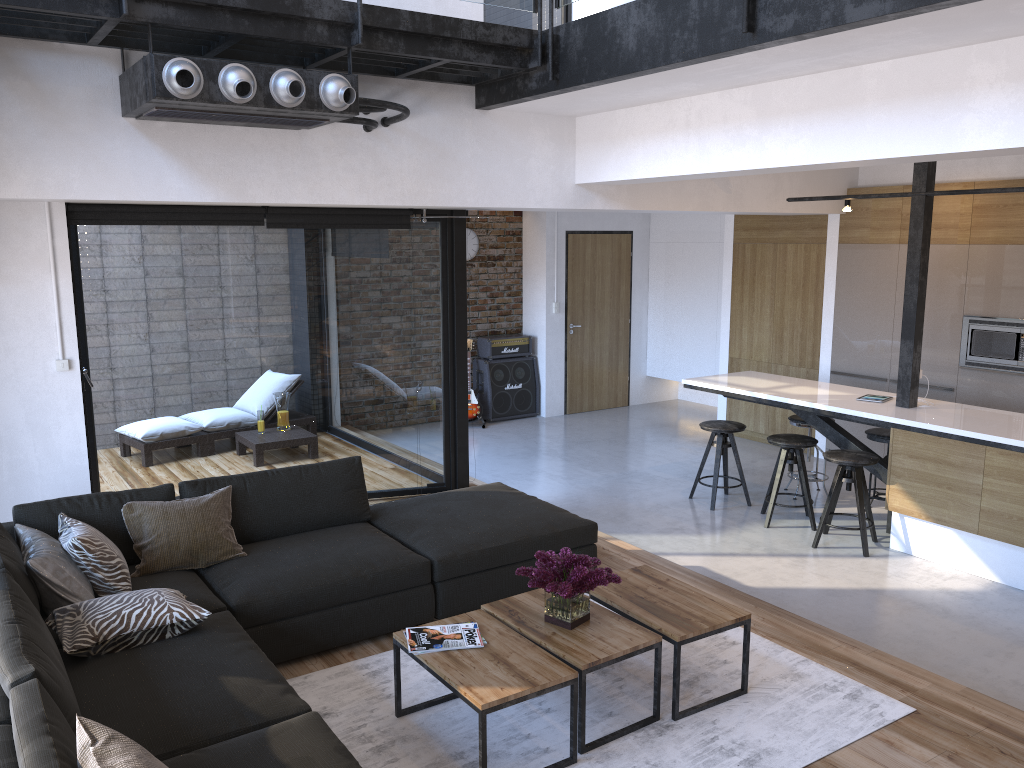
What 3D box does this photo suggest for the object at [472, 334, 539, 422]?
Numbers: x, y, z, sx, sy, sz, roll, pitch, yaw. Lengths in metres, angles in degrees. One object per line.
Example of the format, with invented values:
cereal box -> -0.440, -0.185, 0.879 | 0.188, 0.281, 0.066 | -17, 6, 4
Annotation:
object -> -0.065, -0.084, 10.194 | 0.696, 0.939, 0.357 | -7, 12, -33

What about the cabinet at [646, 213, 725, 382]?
cabinet -> 2.155, -1.035, 10.170 | 0.020, 2.122, 1.706 | -7, 12, -33

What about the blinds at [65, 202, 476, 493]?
blinds -> -1.205, -0.259, 6.691 | 1.828, 2.057, 3.851 | 2, 10, 10

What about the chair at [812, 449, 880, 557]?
chair -> 2.255, 0.779, 5.952 | 0.366, 0.632, 0.366 | 6, 12, 31

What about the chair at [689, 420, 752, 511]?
chair -> 1.635, 0.619, 6.929 | 0.366, 0.632, 0.366 | -4, 11, -18

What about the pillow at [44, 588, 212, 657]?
pillow -> -1.458, 0.901, 3.367 | 0.530, 0.178, 0.355 | -7, 12, -35

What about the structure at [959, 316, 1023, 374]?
structure -> 3.928, -0.321, 6.965 | 0.396, 0.398, 0.595 | -7, 12, -33

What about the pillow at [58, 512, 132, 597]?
pillow -> -1.794, 0.723, 3.797 | 0.250, 0.315, 0.530 | -6, 11, -29

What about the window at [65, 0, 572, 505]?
window -> 0.090, -1.113, 2.260 | 5.658, 5.582, 13.373 | -7, 12, -33

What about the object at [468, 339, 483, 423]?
object -> -0.483, -0.036, 9.877 | 0.330, 0.875, 0.523 | 0, 10, 1

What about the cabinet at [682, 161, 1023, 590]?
cabinet -> 4.243, -0.205, 4.997 | 2.471, 2.879, 9.099 | -7, 12, -33

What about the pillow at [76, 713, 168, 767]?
pillow -> -0.799, 1.001, 1.993 | 0.265, 0.383, 0.608 | -7, 12, -33

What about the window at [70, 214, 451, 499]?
window -> -1.627, -0.144, 6.099 | 2.448, 2.056, 0.100 | -3, 11, -16

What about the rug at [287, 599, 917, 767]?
rug -> 0.276, 1.282, 3.617 | 2.111, 0.003, 1.634 | -6, 11, -33

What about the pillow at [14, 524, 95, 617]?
pillow -> -1.888, 0.768, 3.663 | 0.234, 0.295, 0.610 | -7, 12, -33

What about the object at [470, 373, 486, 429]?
object -> -0.486, 0.171, 9.788 | 0.389, 0.589, 0.330 | 0, 10, 1

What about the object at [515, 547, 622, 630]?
object -> 0.219, 0.772, 3.503 | 0.374, 0.344, 0.341 | -6, 12, -32

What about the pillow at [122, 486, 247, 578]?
pillow -> -1.538, 0.694, 4.144 | 0.546, 0.310, 0.272 | -7, 12, -34

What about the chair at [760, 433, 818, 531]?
chair -> 2.020, 0.698, 6.440 | 0.365, 0.632, 0.364 | 2, 10, 11

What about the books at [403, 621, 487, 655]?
books -> -0.256, 0.962, 3.373 | 0.295, 0.013, 0.228 | -2, 10, -13

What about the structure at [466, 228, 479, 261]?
structure -> -0.531, -1.550, 9.845 | 0.360, 0.361, 0.040 | -7, 12, -33

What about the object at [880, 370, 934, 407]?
object -> 2.812, 0.000, 6.250 | 0.214, 0.247, 0.416 | -2, 10, -12

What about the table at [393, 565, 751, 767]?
table -> 0.248, 1.114, 3.560 | 1.297, 0.351, 0.696 | -6, 11, -33

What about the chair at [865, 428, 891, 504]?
chair -> 2.794, 0.666, 6.596 | 0.357, 0.638, 0.356 | 7, 12, 34

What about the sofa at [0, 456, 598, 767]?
sofa -> -0.481, 0.943, 3.547 | 2.996, 0.702, 3.038 | -6, 11, -33

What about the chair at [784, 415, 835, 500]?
chair -> 2.386, 0.580, 7.119 | 0.358, 0.638, 0.355 | 2, 10, 11

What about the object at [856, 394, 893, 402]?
object -> 2.595, 0.105, 6.343 | 0.187, 0.013, 0.240 | 8, 12, 41
